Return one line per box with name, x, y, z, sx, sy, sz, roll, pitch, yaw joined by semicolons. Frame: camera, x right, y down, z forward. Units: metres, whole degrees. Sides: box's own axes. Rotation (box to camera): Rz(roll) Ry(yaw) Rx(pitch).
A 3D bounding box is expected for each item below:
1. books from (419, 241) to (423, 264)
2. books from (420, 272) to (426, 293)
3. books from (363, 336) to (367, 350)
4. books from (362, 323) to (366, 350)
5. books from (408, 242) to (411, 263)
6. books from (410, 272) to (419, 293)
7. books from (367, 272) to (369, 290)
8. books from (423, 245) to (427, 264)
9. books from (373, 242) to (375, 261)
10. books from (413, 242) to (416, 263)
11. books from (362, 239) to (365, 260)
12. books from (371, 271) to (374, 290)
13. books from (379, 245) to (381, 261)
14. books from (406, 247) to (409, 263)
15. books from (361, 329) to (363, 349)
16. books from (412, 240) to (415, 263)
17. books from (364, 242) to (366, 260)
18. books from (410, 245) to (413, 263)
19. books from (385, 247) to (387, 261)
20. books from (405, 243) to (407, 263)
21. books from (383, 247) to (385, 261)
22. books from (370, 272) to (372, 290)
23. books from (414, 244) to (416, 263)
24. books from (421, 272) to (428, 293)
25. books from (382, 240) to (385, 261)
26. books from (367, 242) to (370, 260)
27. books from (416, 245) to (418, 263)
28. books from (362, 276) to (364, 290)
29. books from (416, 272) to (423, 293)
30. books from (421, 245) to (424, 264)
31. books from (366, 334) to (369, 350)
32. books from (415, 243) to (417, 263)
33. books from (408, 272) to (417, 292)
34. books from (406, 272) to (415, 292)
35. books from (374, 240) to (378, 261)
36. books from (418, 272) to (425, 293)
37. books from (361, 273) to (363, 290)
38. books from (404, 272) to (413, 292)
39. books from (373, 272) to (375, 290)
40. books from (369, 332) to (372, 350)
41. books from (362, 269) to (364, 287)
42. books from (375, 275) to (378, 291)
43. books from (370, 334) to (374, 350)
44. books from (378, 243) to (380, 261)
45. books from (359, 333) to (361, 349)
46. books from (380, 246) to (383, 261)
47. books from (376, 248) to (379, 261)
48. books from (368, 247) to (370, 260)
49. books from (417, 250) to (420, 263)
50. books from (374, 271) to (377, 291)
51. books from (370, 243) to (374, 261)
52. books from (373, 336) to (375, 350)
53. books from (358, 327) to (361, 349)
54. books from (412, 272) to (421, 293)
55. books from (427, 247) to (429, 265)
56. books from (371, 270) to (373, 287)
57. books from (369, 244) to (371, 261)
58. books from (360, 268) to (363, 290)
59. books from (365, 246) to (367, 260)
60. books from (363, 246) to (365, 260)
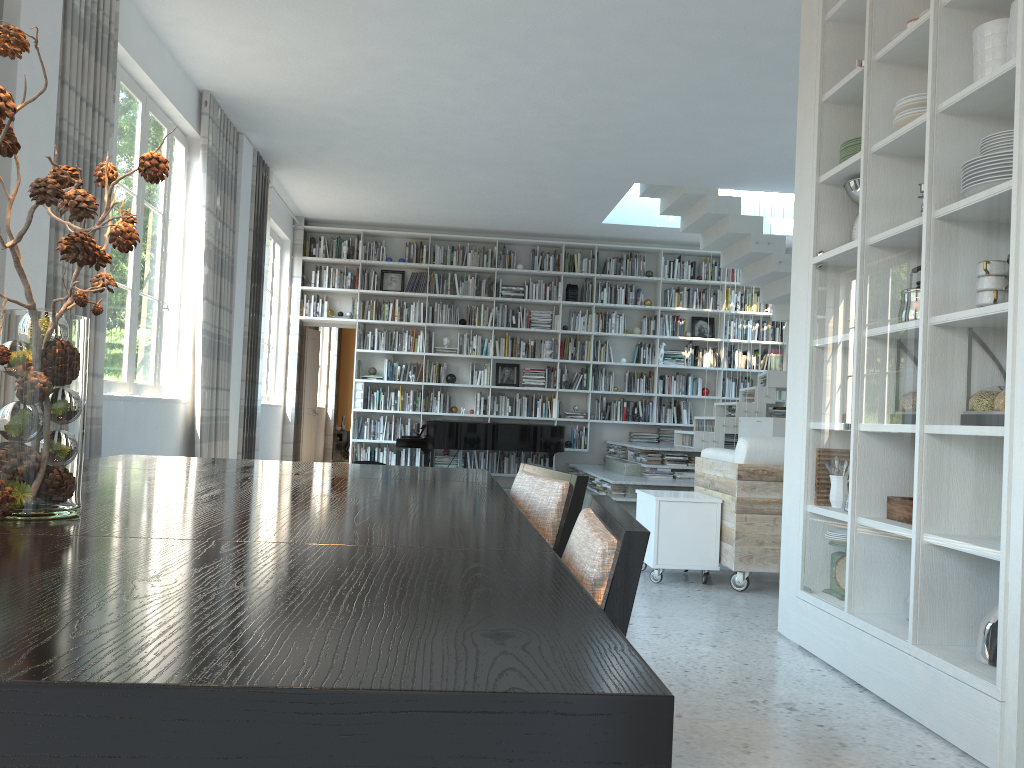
books;-1.149;-1.634;11.180;0.025;0.297;0.163;3;-2;-4
books;-1.124;-1.259;11.199;0.078;0.285;0.174;3;-2;-4
books;-1.830;-0.507;11.101;0.037;0.182;0.189;3;-2;-4
books;-1.850;-0.584;11.095;0.012;0.333;0.184;3;-2;-4
books;-1.289;-1.632;11.176;0.024;0.279;0.188;3;-2;-4
books;-1.232;-1.258;11.191;0.110;0.279;0.174;3;-2;-4
books;-1.801;-1.273;11.112;0.004;0.246;0.189;3;-2;-4
books;-1.101;-1.610;11.194;0.031;0.254;0.178;3;-2;-4
books;-1.730;-1.644;11.143;0.016;0.261;0.154;3;-2;-4
books;-1.229;-1.630;11.191;0.013;0.283;0.166;3;-2;-4
books;-1.869;-1.662;11.145;0.007;0.285;0.159;3;-2;-4
books;-1.742;-1.276;11.121;0.023;0.258;0.183;3;-2;-4
books;-1.657;-1.620;11.147;0.013;0.219;0.181;3;-2;-4
books;-1.317;-1.602;11.178;0.028;0.218;0.153;3;-2;-4
books;-1.871;-0.551;11.095;0.027;0.266;0.176;3;-2;-4
books;-1.243;-1.649;11.205;0.014;0.320;0.136;3;-2;-4
books;-1.846;-1.648;11.144;0.007;0.258;0.156;3;-2;-4
books;-1.263;-1.615;11.176;0.028;0.249;0.155;3;-2;-4
books;-1.589;-1.611;11.170;0.013;0.210;0.136;3;-2;-4
books;-1.336;-1.632;11.189;0.013;0.278;0.151;3;-2;-4
books;-1.602;-1.608;11.159;0.014;0.202;0.170;3;-2;-4
books;-1.769;-1.270;11.130;0.019;0.243;0.153;3;-2;-4
books;-1.217;-1.620;11.179;0.010;0.263;0.156;3;-2;-4
books;-1.100;-1.258;11.187;0.078;0.285;0.174;3;-2;-4
books;-1.615;-1.653;11.176;0.015;0.293;0.131;3;-2;-4
books;-1.804;-1.641;11.139;0.012;0.249;0.180;3;-2;-4
books;-1.198;-1.614;11.211;0.013;0.254;0.129;3;-2;-4
books;-1.861;-1.254;11.129;0.015;0.207;0.172;3;-2;-4
books;-1.169;-1.261;11.196;0.078;0.285;0.174;3;-2;-4
books;-1.128;-1.614;11.205;0.022;0.260;0.152;3;-2;-4
books;-1.807;-0.518;11.122;0.042;0.208;0.143;3;-2;-4
books;-1.207;-1.625;11.181;0.011;0.274;0.183;3;-2;-4
books;-1.254;-1.260;11.171;0.110;0.279;0.174;3;-2;-4
books;-1.278;-1.261;11.187;0.110;0.279;0.174;3;-2;-4
books;-1.706;-1.653;11.129;0.015;0.279;0.190;3;-2;-4
books;-1.147;-1.260;11.202;0.078;0.285;0.174;3;-2;-4
books;-1.881;-1.268;11.147;0.006;0.233;0.136;3;-2;-4
books;-1.300;-1.262;11.176;0.110;0.279;0.174;3;-2;-4
books;-1.726;-1.271;11.131;0.011;0.250;0.168;3;-2;-4
books;-1.773;-0.531;11.108;0.022;0.235;0.177;3;-2;-4
books;-1.870;-1.295;11.125;0.006;0.287;0.148;3;-2;-4
books;-1.702;-1.252;11.123;0.012;0.214;0.185;3;-2;-4
books;-1.748;-0.514;11.100;0.028;0.203;0.188;3;-2;-4
books;-1.669;-1.636;11.155;0.013;0.252;0.129;3;-2;-4
books;-1.897;-0.523;11.110;0.026;0.209;0.155;3;-2;-4
books;-1.639;-1.616;11.141;0.021;0.213;0.173;3;-2;-4
books;-1.690;-1.603;11.148;0.026;0.182;0.161;3;-2;-4
books;-1.792;-1.613;11.153;0.017;0.193;0.129;3;-2;-4
books;-1.178;-1.581;11.187;0.027;0.190;0.177;3;-2;-4
books;-1.714;-1.273;11.131;0.012;0.254;0.166;3;-2;-4
books;-1.760;-1.636;11.145;0.016;0.243;0.156;3;-2;-4
books;-1.728;-0.503;11.146;0.021;0.187;0.129;3;-2;-4
books;-1.915;-0.561;11.118;0.012;0.285;0.159;3;-2;-4
books;-1.201;-1.260;11.173;0.097;0.282;0.174;3;-2;-4
books;-1.066;-1.606;11.211;0.039;0.252;0.146;3;-2;-4
books;-1.756;-1.288;11.130;0.005;0.281;0.190;3;-2;-4
books;-1.774;-1.628;11.138;0.013;0.225;0.177;3;-2;-4
books;-1.883;-1.300;11.114;0.005;0.292;0.184;3;-2;-4
books;-1.828;-1.623;11.144;0.032;0.210;0.158;3;-2;-4
books;-1.859;-1.621;11.136;0.017;0.204;0.142;3;-2;-4
